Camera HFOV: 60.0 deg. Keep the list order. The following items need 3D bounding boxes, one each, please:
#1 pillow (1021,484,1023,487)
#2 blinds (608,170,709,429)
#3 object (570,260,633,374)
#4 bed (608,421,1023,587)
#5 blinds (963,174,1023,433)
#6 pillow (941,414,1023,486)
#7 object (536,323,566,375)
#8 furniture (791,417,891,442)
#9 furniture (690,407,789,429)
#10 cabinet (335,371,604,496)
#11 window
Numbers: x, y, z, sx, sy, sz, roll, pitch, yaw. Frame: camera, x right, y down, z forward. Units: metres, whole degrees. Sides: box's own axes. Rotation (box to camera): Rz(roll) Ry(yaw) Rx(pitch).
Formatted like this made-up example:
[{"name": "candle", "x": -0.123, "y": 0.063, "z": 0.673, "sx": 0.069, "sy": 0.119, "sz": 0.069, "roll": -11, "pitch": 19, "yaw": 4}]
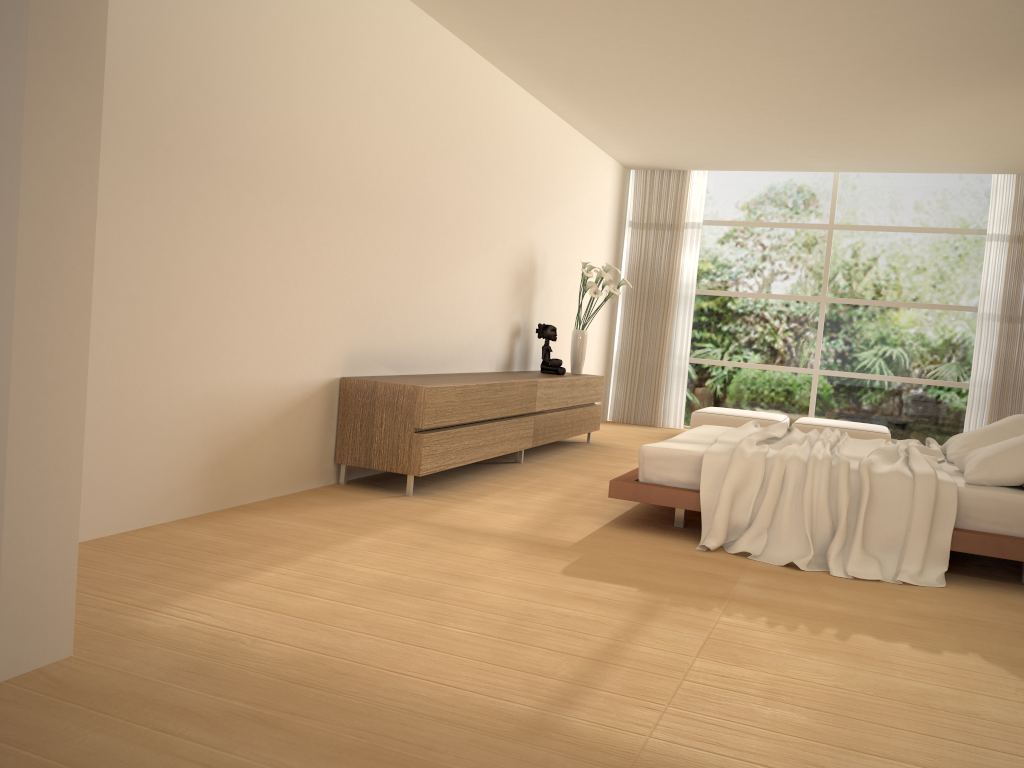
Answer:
[{"name": "pillow", "x": 3.089, "y": 0.371, "z": 4.999, "sx": 0.575, "sy": 0.369, "sz": 1.683, "roll": 6, "pitch": 4, "yaw": 22}, {"name": "blinds", "x": 1.773, "y": -1.159, "z": 10.798, "sx": 0.950, "sy": 3.352, "sz": 0.211, "roll": 6, "pitch": 4, "yaw": 20}, {"name": "object", "x": 0.797, "y": -0.622, "z": 8.409, "sx": 0.515, "sy": 1.085, "sz": 0.608, "roll": 4, "pitch": 4, "yaw": -20}, {"name": "bed", "x": 2.091, "y": 0.605, "z": 5.359, "sx": 2.535, "sy": 0.570, "sz": 2.599, "roll": 6, "pitch": 4, "yaw": 22}, {"name": "blinds", "x": 5.338, "y": -0.764, "z": 9.310, "sx": 0.814, "sy": 3.351, "sz": 0.202, "roll": 6, "pitch": 4, "yaw": 21}, {"name": "pillow", "x": 2.835, "y": 0.358, "z": 5.094, "sx": 0.561, "sy": 0.339, "sz": 1.720, "roll": 6, "pitch": 4, "yaw": 22}, {"name": "object", "x": 0.360, "y": -0.317, "z": 8.061, "sx": 0.282, "sy": 0.453, "sz": 0.181, "roll": 6, "pitch": 4, "yaw": 22}, {"name": "furniture", "x": 3.476, "y": 0.583, "z": 9.389, "sx": 0.965, "sy": 0.346, "sz": 0.964, "roll": 6, "pitch": 4, "yaw": 22}, {"name": "furniture", "x": 2.520, "y": 0.478, "z": 9.773, "sx": 0.965, "sy": 0.346, "sz": 0.964, "roll": 6, "pitch": 4, "yaw": 22}, {"name": "cabinet", "x": -0.097, "y": 0.269, "z": 7.019, "sx": 0.588, "sy": 0.662, "sz": 3.713, "roll": 6, "pitch": 4, "yaw": 22}, {"name": "window", "x": 3.627, "y": -0.981, "z": 10.330, "sx": 4.781, "sy": 3.371, "sz": 0.071, "roll": 6, "pitch": 4, "yaw": 22}]
